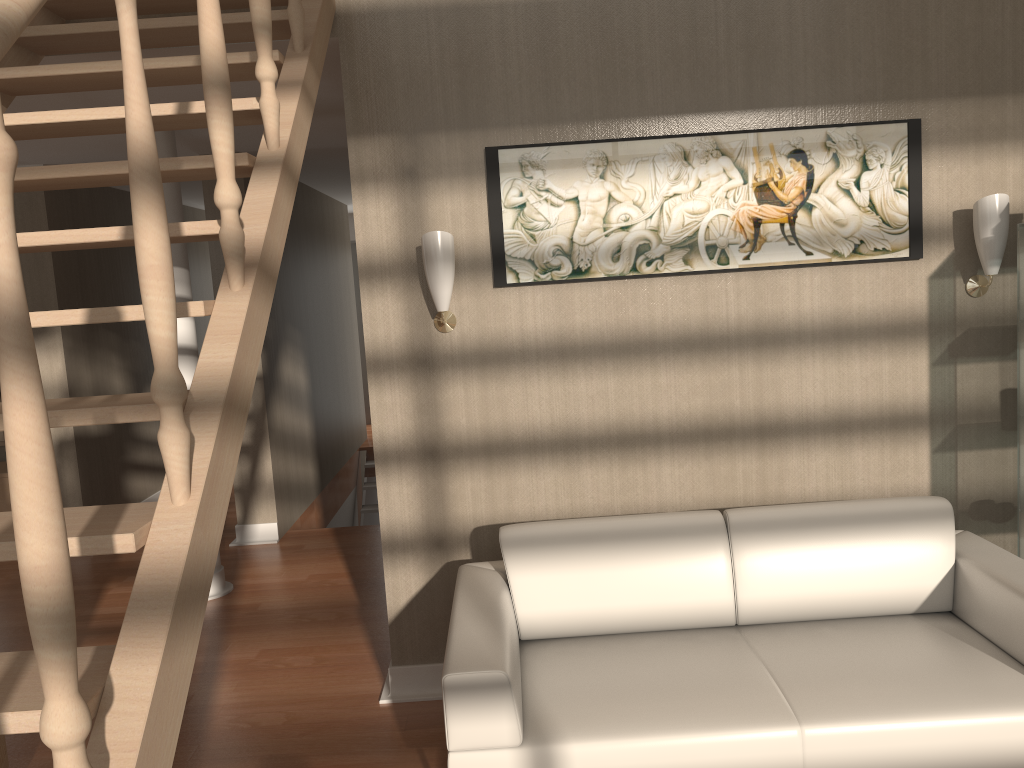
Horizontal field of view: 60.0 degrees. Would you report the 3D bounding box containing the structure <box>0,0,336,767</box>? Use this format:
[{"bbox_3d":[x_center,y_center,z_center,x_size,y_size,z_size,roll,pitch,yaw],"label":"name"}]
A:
[{"bbox_3d":[-1.041,-0.382,1.572,1.000,3.578,3.150,-4,7,0],"label":"structure"}]

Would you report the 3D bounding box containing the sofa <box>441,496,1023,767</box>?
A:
[{"bbox_3d":[0.714,0.809,2.646,1.781,0.740,0.905,-4,7,0],"label":"sofa"}]

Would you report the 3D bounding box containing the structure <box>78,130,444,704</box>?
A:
[{"bbox_3d":[-0.909,-0.125,3.844,8.342,2.533,10.775,-4,7,0],"label":"structure"}]

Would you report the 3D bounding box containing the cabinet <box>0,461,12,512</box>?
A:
[{"bbox_3d":[-3.974,0.842,6.299,1.911,0.458,0.500,-4,7,0],"label":"cabinet"}]

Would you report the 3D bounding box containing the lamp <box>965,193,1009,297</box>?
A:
[{"bbox_3d":[1.664,-0.480,3.102,0.112,0.353,0.153,-4,7,0],"label":"lamp"}]

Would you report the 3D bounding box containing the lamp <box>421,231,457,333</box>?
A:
[{"bbox_3d":[-0.247,-0.352,3.093,0.112,0.353,0.153,-4,7,0],"label":"lamp"}]

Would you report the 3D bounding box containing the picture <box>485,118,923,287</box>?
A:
[{"bbox_3d":[0.685,-0.638,3.135,1.531,0.487,0.018,-4,7,0],"label":"picture"}]

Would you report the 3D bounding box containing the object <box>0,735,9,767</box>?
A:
[{"bbox_3d":[-1.652,0.578,1.638,0.233,1.542,2.229,-3,7,5],"label":"object"}]

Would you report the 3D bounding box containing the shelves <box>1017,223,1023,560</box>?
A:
[{"bbox_3d":[1.888,0.278,2.816,0.400,1.600,0.403,-4,7,0],"label":"shelves"}]
